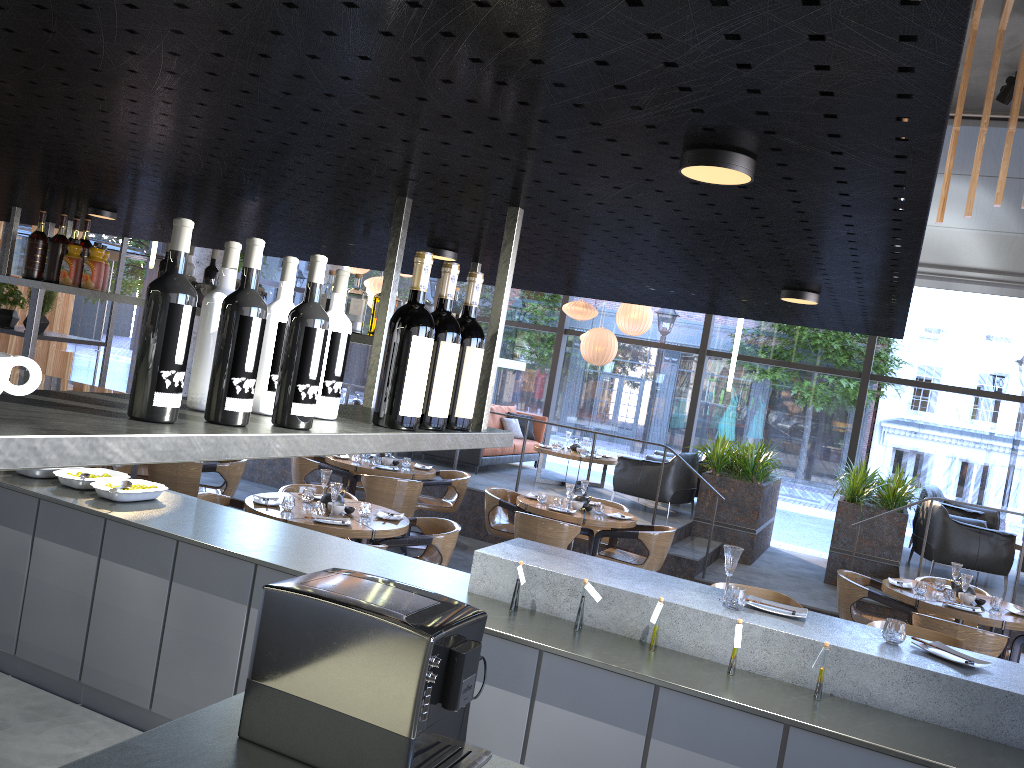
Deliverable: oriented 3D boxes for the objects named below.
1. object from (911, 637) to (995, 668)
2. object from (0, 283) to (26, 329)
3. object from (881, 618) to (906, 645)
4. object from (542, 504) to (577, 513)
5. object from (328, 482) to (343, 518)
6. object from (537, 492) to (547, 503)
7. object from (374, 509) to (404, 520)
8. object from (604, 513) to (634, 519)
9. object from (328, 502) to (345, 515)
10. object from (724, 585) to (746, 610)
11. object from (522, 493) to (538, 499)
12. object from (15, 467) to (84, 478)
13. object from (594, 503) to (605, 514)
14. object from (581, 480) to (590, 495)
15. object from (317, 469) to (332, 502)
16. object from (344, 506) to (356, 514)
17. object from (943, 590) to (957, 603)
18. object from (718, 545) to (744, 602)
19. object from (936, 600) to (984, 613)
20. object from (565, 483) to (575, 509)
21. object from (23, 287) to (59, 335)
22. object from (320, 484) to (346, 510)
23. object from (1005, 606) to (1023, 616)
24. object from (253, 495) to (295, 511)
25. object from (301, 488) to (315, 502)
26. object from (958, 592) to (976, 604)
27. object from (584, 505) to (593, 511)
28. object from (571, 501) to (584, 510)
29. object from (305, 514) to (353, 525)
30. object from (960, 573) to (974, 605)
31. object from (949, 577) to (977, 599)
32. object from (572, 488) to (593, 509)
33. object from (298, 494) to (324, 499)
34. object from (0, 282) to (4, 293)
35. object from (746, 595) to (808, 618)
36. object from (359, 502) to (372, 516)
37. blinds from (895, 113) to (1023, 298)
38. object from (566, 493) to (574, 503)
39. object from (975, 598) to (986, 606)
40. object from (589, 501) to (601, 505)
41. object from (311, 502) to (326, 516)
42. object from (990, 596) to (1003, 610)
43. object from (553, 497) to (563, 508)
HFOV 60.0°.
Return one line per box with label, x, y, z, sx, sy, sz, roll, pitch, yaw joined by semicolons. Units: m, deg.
object;1.650;1.022;3.373;0.170;0.025;0.294;9;1;-30
object;-3.174;-0.507;5.602;0.172;0.311;0.179;10;1;34
object;1.480;0.961;3.435;0.086;0.086;0.086;10;1;-2
object;0.394;1.077;7.642;0.294;0.025;0.170;10;1;20
object;-1.147;0.751;5.711;0.082;0.227;0.082;11;2;43
object;0.270;1.019;7.954;0.086;0.086;0.086;9;1;-42
object;-0.840;0.900;6.025;0.170;0.025;0.294;10;1;3
object;0.923;1.164;7.801;0.170;0.025;0.294;11;1;42
object;-1.166;0.827;5.870;0.116;0.065;0.116;10;1;8
object;0.897;0.860;3.564;0.086;0.086;0.086;10;1;23
object;0.201;1.035;8.131;0.170;0.025;0.294;10;1;20
object;-2.491;0.451;4.760;0.268;0.073;0.402;10;1;23
object;0.777;1.107;7.855;0.086;0.086;0.086;9;1;-20
object;0.664;1.008;8.243;0.082;0.227;0.082;9;1;-34
object;-1.313;0.713;6.191;0.082;0.227;0.082;10;1;17
object;-1.093;0.850;5.950;0.080;0.042;0.080;10;1;8
object;3.168;1.540;6.418;0.086;0.086;0.086;9;1;-42
object;0.899;0.786;3.672;0.082;0.227;0.082;9;1;-33
object;3.158;1.572;6.266;0.294;0.025;0.170;10;1;20
object;0.495;0.989;7.762;0.082;0.227;0.082;9;1;-8
object;-2.954;-0.498;5.564;0.196;0.367;0.186;9;1;-22
object;-1.210;0.759;6.007;0.163;0.179;0.168;9;1;-11
object;3.686;1.659;6.425;0.170;0.025;0.294;11;1;42
object;-1.557;0.751;5.814;0.253;0.086;0.335;9;1;-19
object;-1.409;0.770;6.130;0.086;0.086;0.086;9;1;-30
object;3.339;1.578;6.514;0.116;0.065;0.116;10;1;2
object;0.681;1.112;7.904;0.080;0.042;0.080;9;2;-43
object;0.575;1.083;7.889;0.116;0.065;0.116;9;1;-15
object;-1.154;0.856;5.565;0.294;0.025;0.170;9;1;-19
object;3.259;1.484;6.387;0.082;0.227;0.082;9;1;-8
object;3.393;1.526;6.654;0.163;0.179;0.168;9;1;-29
object;0.628;1.031;8.027;0.163;0.179;0.168;9;1;-13
object;-1.379;0.803;6.318;0.294;0.025;0.170;9;1;-31
object;-3.397;-0.576;5.754;0.196;0.367;0.186;9;1;-22
object;1.060;0.917;3.650;0.294;0.025;0.170;10;1;21
object;-0.987;0.845;5.970;0.086;0.086;0.086;9;1;-14
blinds;-1.350;-3.302;10.083;17.610;2.314;8.760;9;1;-24
object;0.548;1.060;8.249;0.086;0.086;0.086;10;1;9
object;3.444;1.607;6.528;0.080;0.042;0.080;9;1;-13
object;0.687;1.113;8.372;0.294;0.025;0.170;10;1;8
object;-1.239;0.808;5.685;0.086;0.086;0.086;10;1;9
object;3.540;1.602;6.479;0.086;0.086;0.086;10;1;25
object;0.405;1.045;7.793;0.086;0.086;0.086;9;1;-42
